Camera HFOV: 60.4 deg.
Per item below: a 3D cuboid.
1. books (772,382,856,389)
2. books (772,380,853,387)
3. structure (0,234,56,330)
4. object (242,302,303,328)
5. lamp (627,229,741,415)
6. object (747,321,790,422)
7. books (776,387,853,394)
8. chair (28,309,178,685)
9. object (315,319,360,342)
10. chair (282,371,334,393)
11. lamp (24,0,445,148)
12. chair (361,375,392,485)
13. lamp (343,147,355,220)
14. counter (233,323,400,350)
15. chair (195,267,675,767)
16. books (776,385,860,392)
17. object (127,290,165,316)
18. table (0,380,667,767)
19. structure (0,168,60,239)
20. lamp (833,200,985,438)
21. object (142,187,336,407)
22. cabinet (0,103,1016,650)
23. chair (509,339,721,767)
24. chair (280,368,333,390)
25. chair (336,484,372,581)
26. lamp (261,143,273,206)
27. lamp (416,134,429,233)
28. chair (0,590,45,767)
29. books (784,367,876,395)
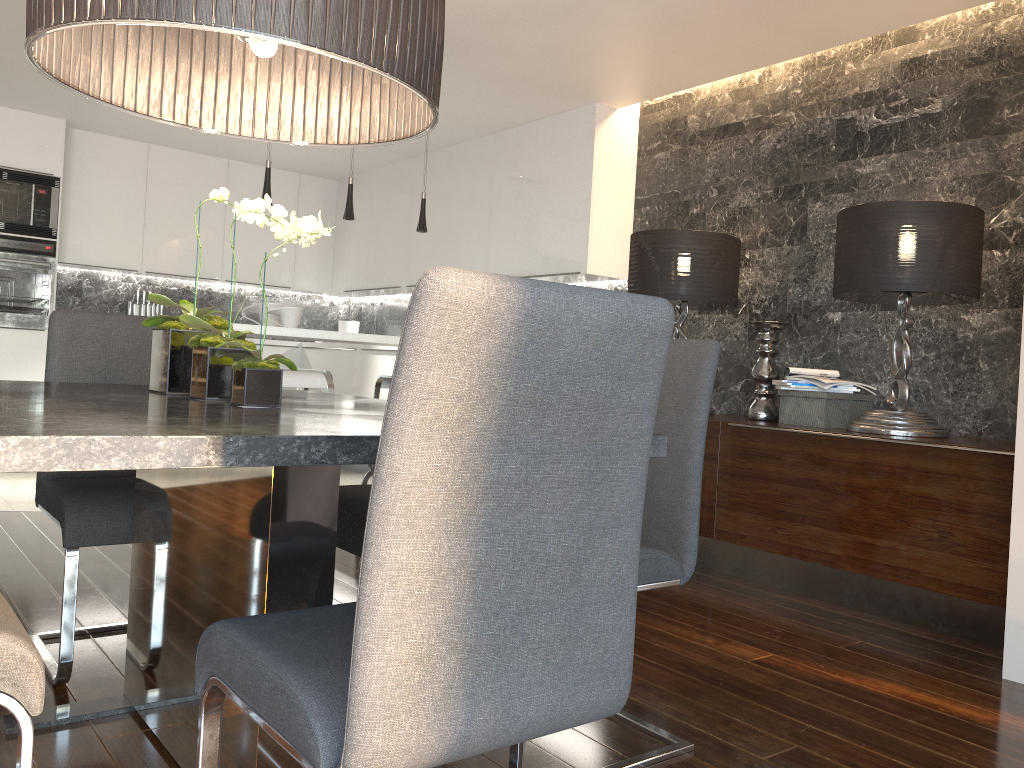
[{"bbox_3d":[1.395,0.007,4.076,0.321,0.011,0.251,3,1,-2],"label":"books"},{"bbox_3d":[1.389,-0.004,4.080,0.318,0.011,0.254,3,1,3],"label":"books"},{"bbox_3d":[-3.764,-0.741,6.396,0.701,0.651,0.615,3,1,-38],"label":"structure"},{"bbox_3d":[-1.199,-0.344,4.423,0.198,0.133,0.415,3,1,-37],"label":"object"},{"bbox_3d":[0.904,-0.314,4.719,0.560,0.933,0.624,4,0,42],"label":"lamp"},{"bbox_3d":[1.244,-0.062,4.311,0.204,0.485,0.212,3,0,10],"label":"object"},{"bbox_3d":[1.392,0.028,4.067,0.315,0.011,0.256,3,1,8],"label":"books"},{"bbox_3d":[-1.082,0.278,2.511,0.451,0.964,0.541,3,0,-38],"label":"chair"},{"bbox_3d":[-1.635,-0.477,8.057,0.372,0.234,0.525,3,1,-28],"label":"object"},{"bbox_3d":[-1.039,0.342,3.852,0.443,0.800,0.408,3,0,-38],"label":"chair"},{"bbox_3d":[-0.532,-1.162,1.880,0.828,1.102,0.780,3,0,-14],"label":"lamp"},{"bbox_3d":[-0.458,0.368,4.316,0.443,0.800,0.408,3,0,-38],"label":"chair"},{"bbox_3d":[-0.896,-1.347,4.956,0.061,0.845,0.055,3,0,-38],"label":"lamp"},{"bbox_3d":[-1.553,-0.305,6.156,2.838,0.041,3.815,3,1,-38],"label":"counter"},{"bbox_3d":[-0.124,0.353,1.215,0.451,0.964,0.541,3,0,-38],"label":"chair"},{"bbox_3d":[1.407,0.018,4.062,0.321,0.011,0.251,3,1,-2],"label":"books"},{"bbox_3d":[-2.983,-0.592,7.171,0.306,0.336,0.057,3,0,-35],"label":"object"},{"bbox_3d":[-0.626,0.417,1.861,1.097,0.760,1.517,3,1,-38],"label":"table"},{"bbox_3d":[-3.758,-1.307,6.431,0.696,0.450,0.580,3,1,-38],"label":"structure"},{"bbox_3d":[1.659,-0.255,3.733,0.607,0.933,0.578,3,0,-12],"label":"lamp"},{"bbox_3d":[-0.590,-0.216,1.977,0.327,0.501,0.543,3,0,-42],"label":"object"},{"bbox_3d":[-1.432,-0.543,4.492,4.690,2.500,6.551,3,1,-38],"label":"cabinet"},{"bbox_3d":[0.142,0.356,2.053,0.603,0.964,0.405,3,0,-38],"label":"chair"},{"bbox_3d":[-1.258,0.312,4.912,0.443,0.800,0.408,3,0,-38],"label":"chair"},{"bbox_3d":[-0.260,0.324,2.581,0.603,0.964,0.405,3,0,-38],"label":"chair"},{"bbox_3d":[-1.276,-1.364,4.652,0.061,0.845,0.055,3,0,-38],"label":"lamp"},{"bbox_3d":[-0.515,-1.330,5.260,0.061,0.845,0.055,3,0,-38],"label":"lamp"},{"bbox_3d":[-0.979,0.305,1.158,0.603,0.964,0.405,3,0,-38],"label":"chair"},{"bbox_3d":[1.464,-0.013,4.056,0.338,0.109,0.260,3,1,-28],"label":"books"}]
